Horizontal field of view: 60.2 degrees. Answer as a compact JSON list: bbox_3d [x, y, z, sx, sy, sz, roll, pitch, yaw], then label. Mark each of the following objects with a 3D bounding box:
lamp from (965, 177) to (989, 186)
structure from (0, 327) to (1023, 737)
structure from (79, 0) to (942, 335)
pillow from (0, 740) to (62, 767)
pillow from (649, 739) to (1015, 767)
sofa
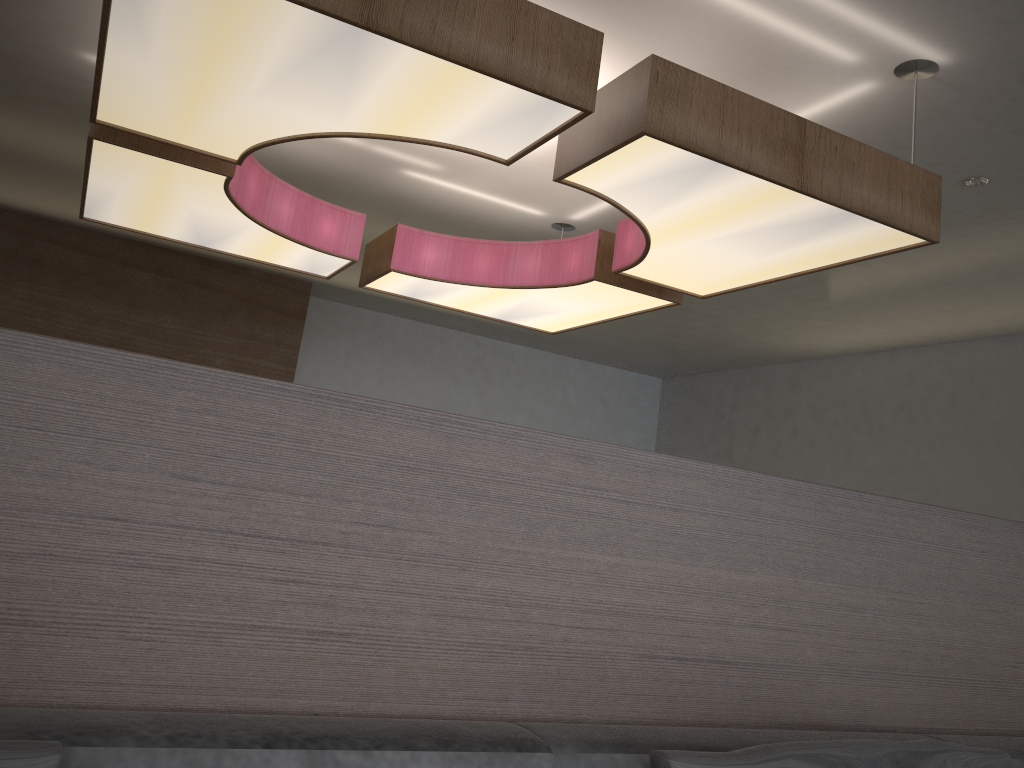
[{"bbox_3d":[1.937,-0.844,3.685,0.089,0.007,0.087,5,-9,19],"label":"lamp"},{"bbox_3d":[0.256,0.640,1.411,3.747,1.025,0.222,12,-13,-25],"label":"structure"},{"bbox_3d":[-0.238,-0.887,3.397,2.425,0.628,2.428,12,-10,-26],"label":"structure"},{"bbox_3d":[-0.667,0.396,0.576,0.633,0.325,0.179,12,-13,-25],"label":"pillow"},{"bbox_3d":[0.454,0.635,1.115,0.633,0.325,0.179,12,-13,-25],"label":"pillow"},{"bbox_3d":[0.473,0.793,0.912,3.771,0.638,0.829,12,-11,-25],"label":"sofa"}]
